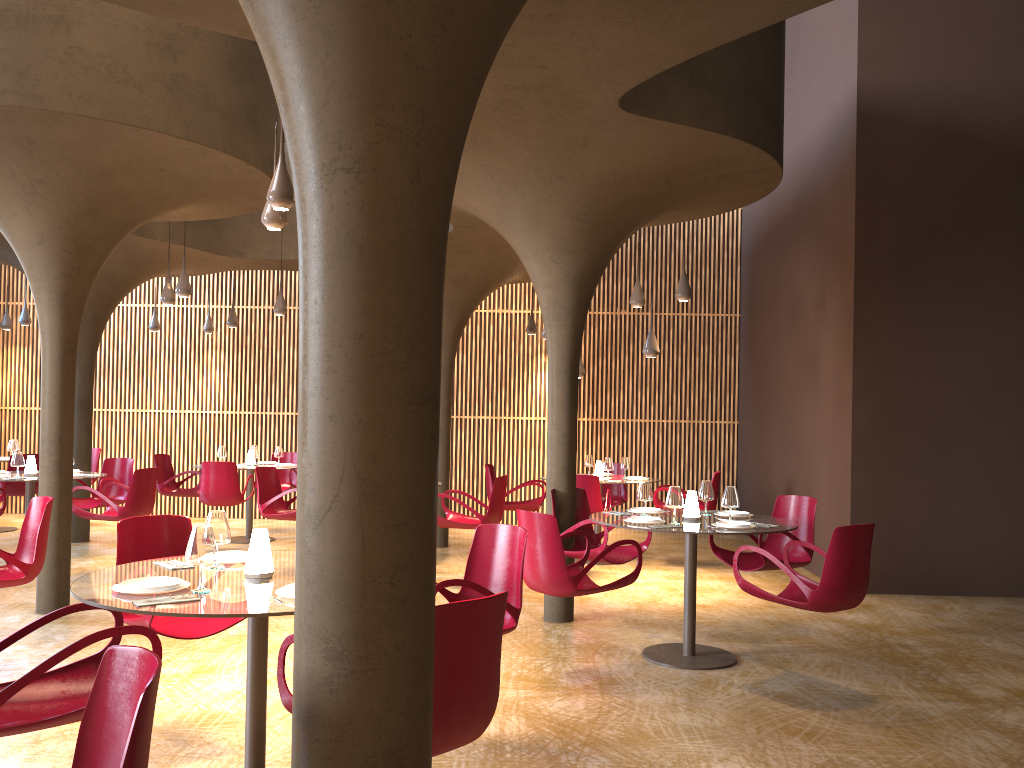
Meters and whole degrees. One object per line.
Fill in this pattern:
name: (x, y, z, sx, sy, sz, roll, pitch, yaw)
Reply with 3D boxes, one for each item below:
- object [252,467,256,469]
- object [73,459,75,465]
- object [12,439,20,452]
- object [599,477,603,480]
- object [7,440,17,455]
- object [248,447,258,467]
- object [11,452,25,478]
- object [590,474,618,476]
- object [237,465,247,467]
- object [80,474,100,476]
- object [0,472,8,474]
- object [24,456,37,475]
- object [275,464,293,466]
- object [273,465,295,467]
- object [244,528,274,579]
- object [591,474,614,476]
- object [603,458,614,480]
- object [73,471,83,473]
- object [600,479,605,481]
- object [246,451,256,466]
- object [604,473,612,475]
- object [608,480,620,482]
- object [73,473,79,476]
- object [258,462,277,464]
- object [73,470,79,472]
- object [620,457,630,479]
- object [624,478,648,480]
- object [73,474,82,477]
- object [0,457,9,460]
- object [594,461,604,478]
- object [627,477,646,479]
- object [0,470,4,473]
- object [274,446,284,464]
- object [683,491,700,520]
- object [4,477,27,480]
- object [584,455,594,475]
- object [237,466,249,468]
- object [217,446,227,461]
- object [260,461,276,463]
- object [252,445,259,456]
object: (-3.689, 1.213, 12.806, 0.126, 0.017, 0.262, 1, -2, 7)
object: (-5.383, 0.959, 10.746, 0.142, 0.295, 0.142, 2, -1, -24)
object: (-7.974, 1.037, 14.212, 0.142, 0.295, 0.142, 1, -1, 19)
object: (1.061, 1.247, 11.653, 0.263, 0.029, 0.263, 1, -2, 7)
object: (-7.771, 1.025, 13.783, 0.142, 0.295, 0.142, 2, -1, -39)
object: (-3.808, 1.075, 13.014, 0.142, 0.295, 0.142, 1, -1, -6)
object: (-5.714, 0.934, 10.247, 0.142, 0.295, 0.142, 1, -1, -7)
object: (1.300, 1.301, 12.673, 0.410, 0.012, 0.204, 1, -2, 15)
object: (-3.987, 1.193, 12.860, 0.263, 0.029, 0.263, 1, -2, 7)
object: (-5.155, 1.110, 10.807, 0.262, 0.017, 0.126, 0, -2, 22)
object: (-6.307, 1.078, 10.760, 0.332, 0.014, 0.332, 0, -2, 28)
object: (-5.784, 0.979, 10.660, 0.142, 0.232, 0.144, 2, -1, -43)
object: (-3.436, 1.223, 13.371, 0.263, 0.029, 0.263, 2, -2, -20)
object: (-3.436, 1.232, 13.371, 0.332, 0.014, 0.332, 0, -2, 25)
object: (-1.247, 0.835, 4.383, 0.142, 0.232, 0.144, 2, -1, -38)
object: (1.295, 1.300, 12.673, 0.332, 0.014, 0.332, -1, -3, 38)
object: (1.275, 1.128, 11.753, 0.142, 0.295, 0.142, 1, -1, 10)
object: (-5.584, 1.107, 11.149, 0.332, 0.014, 0.332, 2, -2, -16)
object: (1.061, 1.257, 11.653, 0.332, 0.014, 0.332, 0, -2, 29)
object: (-3.949, 1.117, 13.407, 0.142, 0.232, 0.144, 1, -1, -13)
object: (1.296, 1.290, 12.673, 0.263, 0.029, 0.263, 0, -2, 29)
object: (1.333, 1.265, 11.520, 0.126, 0.017, 0.262, 0, -2, 23)
object: (-5.285, 1.080, 10.534, 0.263, 0.029, 0.263, 0, -2, 25)
object: (-3.837, 1.245, 13.924, 0.332, 0.014, 0.332, 1, -2, -1)
object: (-5.584, 1.097, 11.149, 0.263, 0.029, 0.263, 1, -2, 3)
object: (1.548, 1.148, 12.140, 0.142, 0.295, 0.142, 1, -1, -10)
object: (1.678, 1.280, 11.947, 0.332, 0.014, 0.332, 1, -2, -9)
object: (-5.285, 1.090, 10.534, 0.332, 0.014, 0.332, 0, -3, 32)
object: (-7.792, 1.143, 13.550, 0.263, 0.029, 0.263, 1, -2, -6)
object: (1.192, 1.172, 12.155, 0.144, 0.232, 0.142, 1, -1, -3)
object: (1.678, 1.271, 11.947, 0.263, 0.029, 0.263, 1, -2, -3)
object: (-6.307, 1.069, 10.760, 0.263, 0.029, 0.263, 1, -2, 2)
object: (-3.568, 1.100, 13.562, 0.142, 0.295, 0.142, 0, -1, 45)
object: (1.477, 0.997, 7.287, 0.144, 0.232, 0.142, 2, -1, -41)
object: (-5.633, 1.071, 10.022, 0.126, 0.017, 0.262, 1, -2, 17)
object: (1.094, 1.155, 12.562, 0.142, 0.295, 0.142, 1, -1, -16)
object: (-3.987, 1.202, 12.860, 0.332, 0.014, 0.332, 1, -2, -9)
object: (-4.331, 1.073, 13.236, 0.142, 0.295, 0.142, 2, -1, -27)
object: (-3.837, 1.235, 13.924, 0.263, 0.029, 0.263, 1, -2, 12)
object: (-3.999, 1.099, 13.760, 0.142, 0.295, 0.142, 1, -1, 2)
